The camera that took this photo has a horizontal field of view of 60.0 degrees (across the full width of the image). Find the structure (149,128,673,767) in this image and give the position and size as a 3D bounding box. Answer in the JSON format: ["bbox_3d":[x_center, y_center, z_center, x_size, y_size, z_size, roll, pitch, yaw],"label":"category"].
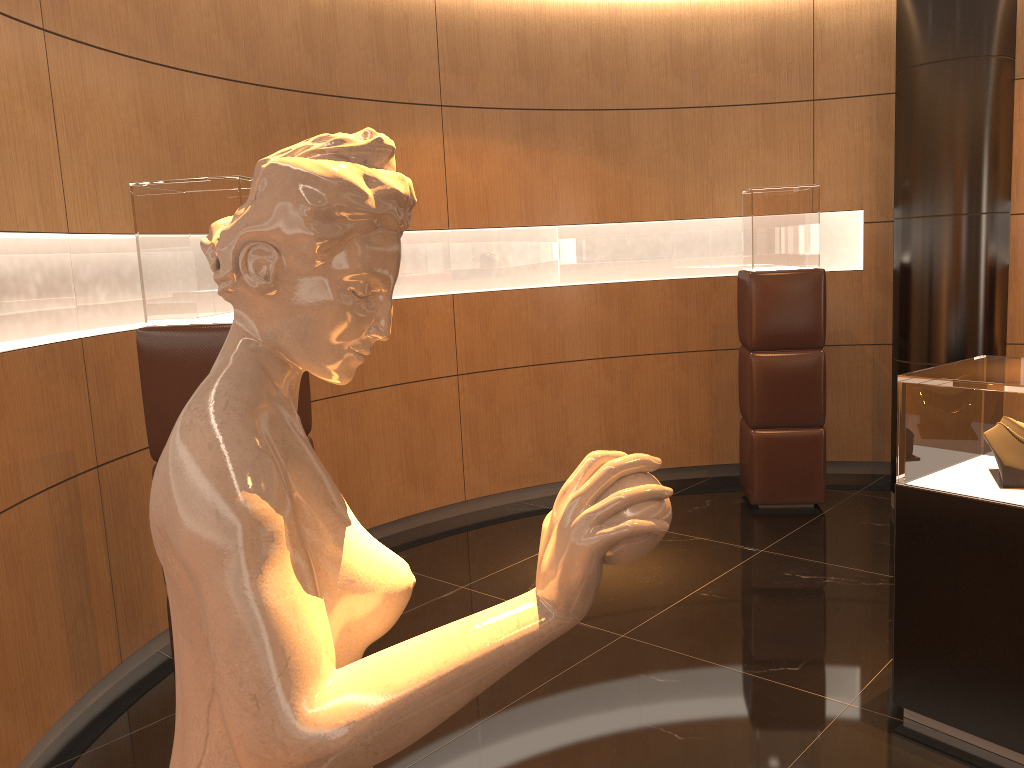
[{"bbox_3d":[-0.224,0.651,1.005,0.733,1.836,0.477,5,11,41],"label":"structure"}]

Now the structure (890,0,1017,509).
[{"bbox_3d":[2.577,-0.932,5.212,0.613,3.430,0.613,-8,10,-32],"label":"structure"}]

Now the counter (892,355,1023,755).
[{"bbox_3d":[2.313,0.619,2.238,0.615,1.173,2.514,-9,11,-36],"label":"counter"}]

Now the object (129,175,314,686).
[{"bbox_3d":[-1.052,0.254,3.383,0.498,2.000,0.484,-2,9,7],"label":"object"}]

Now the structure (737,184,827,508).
[{"bbox_3d":[1.712,-0.229,5.651,0.498,2.000,0.484,-2,9,7],"label":"structure"}]
